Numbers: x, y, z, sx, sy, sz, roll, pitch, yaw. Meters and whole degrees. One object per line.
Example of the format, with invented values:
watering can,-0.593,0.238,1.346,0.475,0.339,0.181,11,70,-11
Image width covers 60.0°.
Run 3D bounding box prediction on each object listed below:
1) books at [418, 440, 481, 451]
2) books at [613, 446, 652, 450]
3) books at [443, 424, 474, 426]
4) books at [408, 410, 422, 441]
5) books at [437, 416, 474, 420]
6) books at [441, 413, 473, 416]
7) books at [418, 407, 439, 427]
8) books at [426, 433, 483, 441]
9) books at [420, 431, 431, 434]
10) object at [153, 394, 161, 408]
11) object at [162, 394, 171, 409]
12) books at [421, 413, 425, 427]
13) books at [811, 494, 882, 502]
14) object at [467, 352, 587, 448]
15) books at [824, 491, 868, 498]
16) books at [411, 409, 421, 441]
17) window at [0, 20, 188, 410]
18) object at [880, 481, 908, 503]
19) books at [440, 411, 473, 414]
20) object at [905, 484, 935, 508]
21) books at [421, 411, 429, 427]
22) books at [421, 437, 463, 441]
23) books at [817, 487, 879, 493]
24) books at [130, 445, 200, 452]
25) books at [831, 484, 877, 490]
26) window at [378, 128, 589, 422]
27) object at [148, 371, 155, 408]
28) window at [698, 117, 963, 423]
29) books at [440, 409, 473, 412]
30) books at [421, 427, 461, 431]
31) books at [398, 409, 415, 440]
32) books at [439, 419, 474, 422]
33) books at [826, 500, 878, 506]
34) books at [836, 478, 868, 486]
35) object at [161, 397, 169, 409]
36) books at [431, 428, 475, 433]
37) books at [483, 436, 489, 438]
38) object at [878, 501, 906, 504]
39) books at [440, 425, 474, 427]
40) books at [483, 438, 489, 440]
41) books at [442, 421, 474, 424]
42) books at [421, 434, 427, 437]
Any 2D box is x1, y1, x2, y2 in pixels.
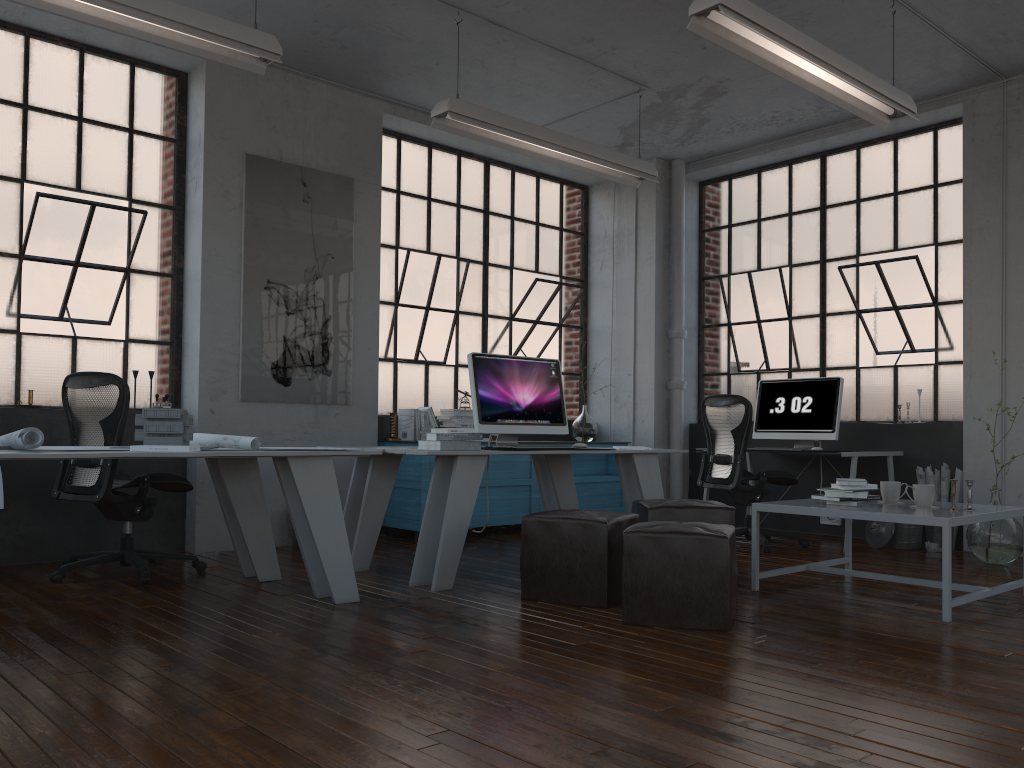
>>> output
books,-0.334,0.327,4.729,0.272,0.050,0.200,3,-4,-42
books,0.756,0.405,5.598,0.205,0.019,0.244,1,-3,-2
books,-0.402,0.324,7.061,0.254,0.012,0.161,4,-4,-42
books,-0.742,0.321,6.765,0.045,0.239,0.152,2,-2,-42
books,-0.435,0.270,7.061,0.296,0.028,0.180,3,-4,-42
books,-0.408,0.247,7.063,0.273,0.021,0.174,4,-4,-42
books,-0.644,0.320,6.857,0.170,0.284,0.176,2,-3,-42
books,-0.307,0.280,4.722,0.257,0.044,0.193,2,-3,-22
books,-0.527,0.365,6.664,0.259,0.023,0.212,3,-4,-42
object,-2.291,0.122,5.720,0.058,0.117,0.032,0,-2,9
object,-2.223,0.122,5.705,0.058,0.117,0.032,2,-2,-28
books,-0.725,0.338,6.785,0.046,0.224,0.161,2,-3,-42
books,1.710,0.580,4.537,0.274,0.025,0.210,2,-3,-22
object,0.093,0.103,5.272,0.714,0.552,0.377,3,-3,-40
books,1.712,0.557,4.538,0.200,0.031,0.272,-1,-3,23
books,-0.763,0.309,6.743,0.053,0.240,0.172,2,-3,-42
window,-3.145,-0.996,5.075,2.592,2.389,0.670,3,-3,-42
object,1.989,0.566,4.638,0.129,0.109,0.101,2,-3,-33
books,-0.409,0.228,7.062,0.288,0.016,0.182,4,-4,-42
object,2.016,0.551,4.358,0.129,0.109,0.101,2,-3,-33
books,-0.694,0.320,6.806,0.065,0.224,0.161,2,-3,-42
books,-0.527,0.415,6.661,0.259,0.032,0.191,3,-4,-40
books,1.721,0.539,4.542,0.275,0.014,0.200,4,-4,-42
books,-1.462,0.273,3.752,0.235,0.024,0.200,1,-3,-6
books,1.743,0.523,4.520,0.185,0.026,0.125,1,-3,-12
window,-0.232,-0.818,7.678,2.592,2.389,0.670,3,-3,-42
object,-2.309,0.048,5.671,0.085,0.259,0.085,0,-2,12
window,2.597,-0.799,7.397,0.670,2.389,2.591,2,-3,-42
books,-0.406,0.211,7.051,0.288,0.016,0.182,4,-4,-42
books,-0.532,0.339,6.656,0.240,0.028,0.191,3,-4,-40
books,-0.801,0.308,6.723,0.032,0.239,0.172,2,-3,-42
books,-0.418,0.293,7.077,0.288,0.016,0.182,4,-4,-42
books,1.743,0.604,4.549,0.218,0.028,0.171,3,-4,-42
books,1.726,0.499,4.508,0.141,0.026,0.202,0,-3,18
object,-2.262,0.133,5.769,0.058,0.101,0.032,1,-2,-7
books,-0.316,0.249,4.735,0.185,0.030,0.153,3,-4,-41
books,-0.327,0.410,6.845,0.251,0.012,0.202,3,-4,-40
object,1.980,0.620,4.629,0.137,0.003,0.137,2,-3,-21
books,-0.414,0.336,7.057,0.285,0.012,0.159,4,-4,-42
books,-0.324,0.422,6.838,0.248,0.014,0.187,4,-4,-44
books,-0.402,0.309,7.072,0.263,0.017,0.168,4,-4,-42
books,-0.528,0.387,6.651,0.242,0.023,0.191,4,-4,-44
